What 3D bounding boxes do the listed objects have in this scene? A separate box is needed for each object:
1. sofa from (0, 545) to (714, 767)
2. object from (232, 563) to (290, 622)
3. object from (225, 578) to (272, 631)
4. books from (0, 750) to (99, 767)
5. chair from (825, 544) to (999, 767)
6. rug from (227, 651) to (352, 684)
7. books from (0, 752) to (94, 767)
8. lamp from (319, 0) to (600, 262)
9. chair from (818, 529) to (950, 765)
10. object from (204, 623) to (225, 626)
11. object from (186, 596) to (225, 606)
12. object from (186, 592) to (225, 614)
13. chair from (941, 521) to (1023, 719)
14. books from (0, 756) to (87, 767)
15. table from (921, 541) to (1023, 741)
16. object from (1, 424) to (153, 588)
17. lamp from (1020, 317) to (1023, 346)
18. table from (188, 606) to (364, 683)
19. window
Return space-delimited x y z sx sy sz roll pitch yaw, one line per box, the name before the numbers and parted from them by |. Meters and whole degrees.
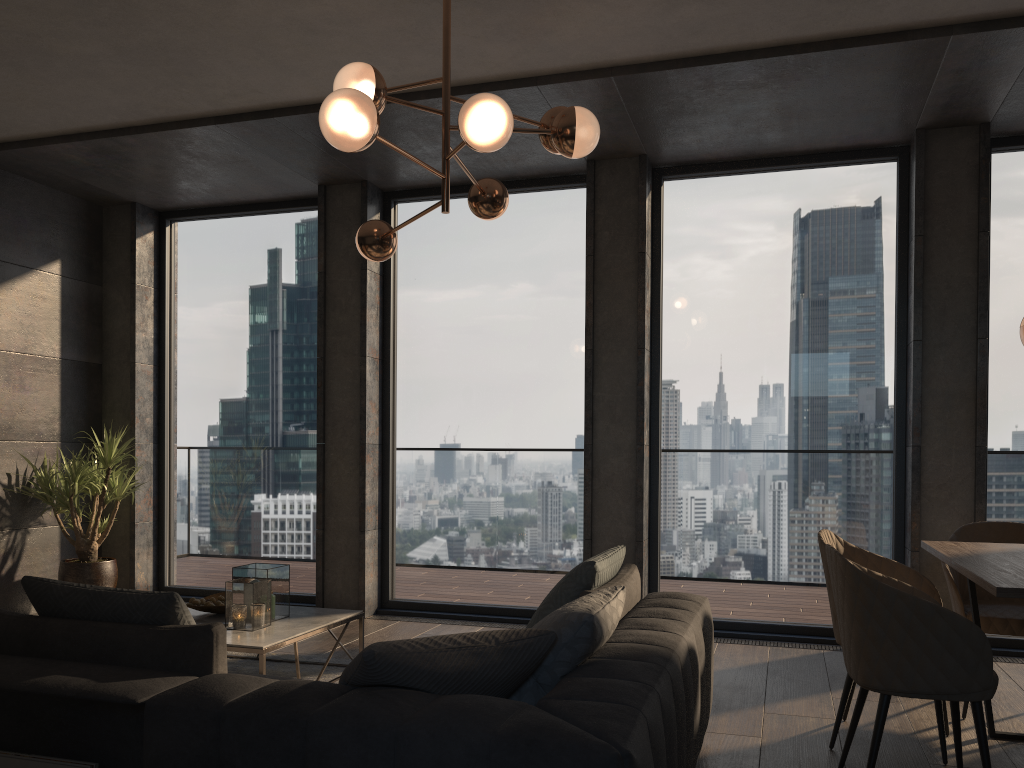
sofa | -0.857 0.976 3.015 2.910 0.783 2.029 -1 -4 17
object | -1.231 1.023 4.337 0.196 0.261 0.199 0 -1 17
object | -1.229 1.026 4.119 0.150 0.220 0.148 0 -1 17
books | -1.304 1.117 2.241 0.567 0.355 0.062 -1 0 17
chair | 1.316 0.962 2.944 0.510 0.836 0.556 0 -1 12
rug | -1.016 1.436 3.931 3.143 0.020 1.734 -1 -5 17
books | -1.311 1.116 2.228 0.567 0.355 0.068 -1 0 17
lamp | -0.175 -1.126 3.466 1.014 1.037 1.467 1 -3 -7
chair | 1.494 1.010 3.529 0.510 0.836 0.556 0 -1 27
object | -1.407 1.130 4.142 0.181 0.012 0.046 2 -5 -22
object | -1.487 1.124 4.481 0.324 0.072 0.278 0 -4 6
object | -1.478 1.122 4.480 0.347 0.084 0.348 1 -4 -5
chair | 2.228 1.052 3.968 0.555 0.836 0.511 0 -1 22
books | -1.318 1.115 2.210 0.567 0.353 0.079 -1 0 17
table | 1.954 1.012 3.093 0.769 0.768 1.470 0 -4 17
object | -3.031 0.923 6.127 0.952 1.360 1.024 1 -2 -41
lamp | 2.103 -0.861 3.403 0.239 1.545 0.239 1 1 23
table | -1.351 1.303 4.286 0.930 0.309 0.933 -1 -4 17
window | 0.725 0.107 5.817 7.264 3.002 0.199 -1 0 17
